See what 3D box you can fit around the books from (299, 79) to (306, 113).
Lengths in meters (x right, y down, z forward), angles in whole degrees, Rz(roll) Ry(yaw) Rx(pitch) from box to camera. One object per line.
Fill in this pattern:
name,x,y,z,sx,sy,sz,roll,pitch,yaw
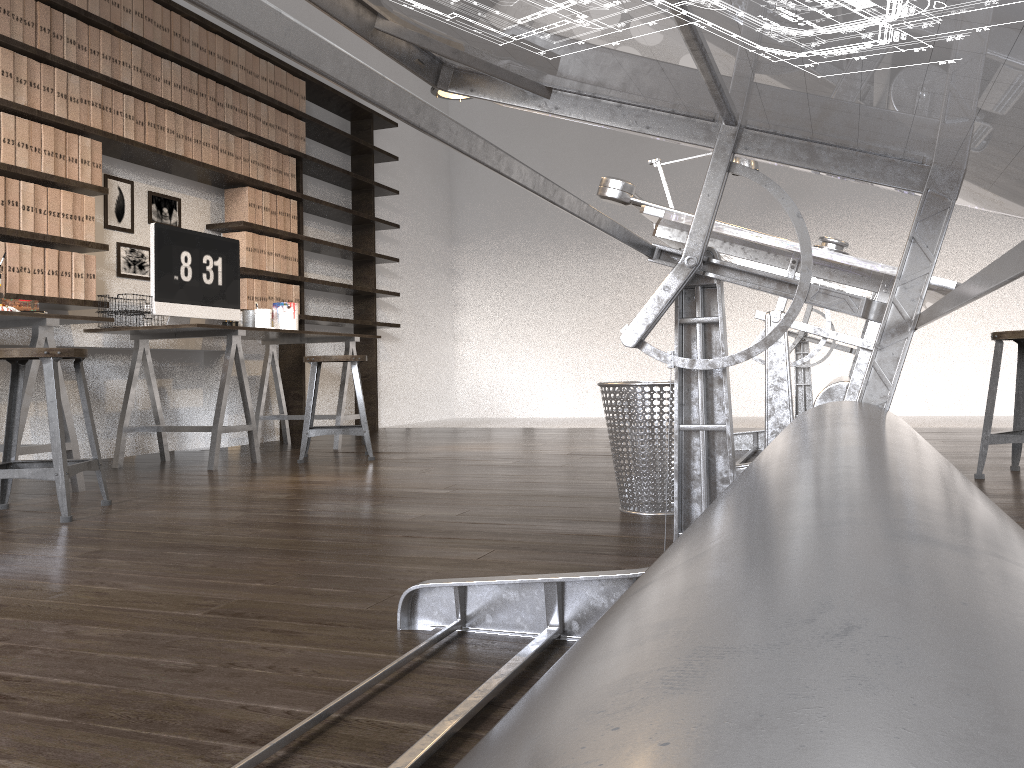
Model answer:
books,-1.468,-1.903,5.905,0.174,0.226,0.066,-2,-2,21

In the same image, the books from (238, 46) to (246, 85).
books,-1.688,-1.892,5.313,0.174,0.226,0.067,-2,-2,20

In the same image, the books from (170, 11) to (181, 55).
books,-1.884,-1.882,4.791,0.174,0.226,0.067,-2,-2,21

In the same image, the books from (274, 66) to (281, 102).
books,-1.562,-1.898,5.644,0.174,0.226,0.067,-2,-2,21

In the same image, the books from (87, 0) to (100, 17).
books,-2.080,-1.871,4.270,0.174,0.226,0.067,-2,-2,21

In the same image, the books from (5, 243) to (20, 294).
books,-2.203,-0.486,3.800,0.174,0.226,0.067,-2,-2,21

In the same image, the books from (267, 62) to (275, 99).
books,-1.587,-1.897,5.577,0.174,0.226,0.066,-2,-2,20

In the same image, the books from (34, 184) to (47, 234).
books,-2.165,-0.766,3.949,0.174,0.226,0.066,-2,-2,21

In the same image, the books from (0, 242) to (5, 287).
books,-2.229,-0.485,3.732,0.174,0.226,0.066,-2,-2,20

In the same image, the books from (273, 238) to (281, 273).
books,-1.547,-0.798,5.572,0.174,0.226,0.066,-2,-2,21

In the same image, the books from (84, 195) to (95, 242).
books,-2.068,-0.771,4.199,0.174,0.226,0.066,-2,-2,21

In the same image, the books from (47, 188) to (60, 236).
books,-2.140,-0.768,4.015,0.174,0.226,0.066,-2,-2,21

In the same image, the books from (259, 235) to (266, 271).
books,-1.604,-0.796,5.442,0.174,0.226,0.066,-2,-2,20

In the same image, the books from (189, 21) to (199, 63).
books,-1.833,-1.884,4.929,0.174,0.226,0.066,-2,-2,20

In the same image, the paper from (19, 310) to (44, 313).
paper,-1.878,-0.271,3.447,0.137,0.038,0.155,-1,1,35

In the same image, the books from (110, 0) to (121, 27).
books,-2.037,-1.874,4.403,0.174,0.226,0.066,-2,-2,20

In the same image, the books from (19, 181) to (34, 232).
books,-2.186,-0.765,3.881,0.174,0.226,0.066,-2,-2,20

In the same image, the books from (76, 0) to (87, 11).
books,-2.108,-1.870,4.203,0.174,0.226,0.066,-2,-2,20

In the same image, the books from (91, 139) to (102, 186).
books,-2.061,-1.047,4.254,0.174,0.226,0.066,-2,-2,21

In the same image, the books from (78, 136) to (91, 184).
books,-2.081,-1.046,4.186,0.174,0.226,0.066,-2,-2,21

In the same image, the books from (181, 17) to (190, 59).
books,-1.863,-1.883,4.864,0.174,0.226,0.066,-2,-2,20

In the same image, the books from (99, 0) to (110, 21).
books,-2.059,-1.873,4.337,0.174,0.226,0.066,-2,-2,20

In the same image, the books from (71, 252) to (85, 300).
books,-2.083,-0.493,4.127,0.174,0.226,0.066,-2,-2,21

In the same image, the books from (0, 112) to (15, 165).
books,-2.225,-1.039,3.801,0.174,0.226,0.067,-2,-2,21

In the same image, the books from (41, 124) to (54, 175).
books,-2.153,-1.042,3.990,0.174,0.226,0.067,-2,-2,21

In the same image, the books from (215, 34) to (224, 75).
books,-1.758,-1.888,5.124,0.174,0.226,0.067,-2,-2,20

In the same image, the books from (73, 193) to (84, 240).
books,-2.091,-0.770,4.140,0.174,0.226,0.066,-2,-2,21

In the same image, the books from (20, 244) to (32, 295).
books,-2.185,-0.487,3.861,0.174,0.226,0.066,-2,-2,20

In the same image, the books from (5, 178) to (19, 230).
books,-2.215,-0.764,3.816,0.174,0.226,0.066,-2,-2,20

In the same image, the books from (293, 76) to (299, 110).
books,-1.496,-1.902,5.841,0.174,0.226,0.066,-2,-2,20

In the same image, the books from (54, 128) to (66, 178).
books,-2.135,-1.044,4.055,0.174,0.226,0.066,-2,-2,20

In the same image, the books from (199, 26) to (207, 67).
books,-1.812,-1.885,4.996,0.174,0.226,0.066,-2,-2,21

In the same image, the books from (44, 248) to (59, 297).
books,-2.133,-0.490,3.990,0.174,0.226,0.067,-2,-2,20

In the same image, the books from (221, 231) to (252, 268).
books,-1.648,-0.793,5.309,0.174,0.226,0.067,-2,-2,21

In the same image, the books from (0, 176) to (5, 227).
books,-2.236,-0.763,3.744,0.174,0.226,0.067,-2,-2,21

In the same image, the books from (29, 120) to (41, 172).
books,-2.181,-1.041,3.929,0.174,0.226,0.066,-2,-2,20

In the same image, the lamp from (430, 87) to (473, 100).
lamp,-0.333,-2.788,5.092,0.310,2.257,0.312,1,-3,-45

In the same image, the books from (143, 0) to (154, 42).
books,-1.954,-1.878,4.601,0.174,0.226,0.067,-2,-2,20

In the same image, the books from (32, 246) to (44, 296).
books,-2.165,-0.489,3.923,0.174,0.226,0.066,-2,-2,21

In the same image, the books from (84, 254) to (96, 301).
books,-2.062,-0.494,4.195,0.174,0.226,0.066,-2,-2,20

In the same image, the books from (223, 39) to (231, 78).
books,-1.739,-1.889,5.188,0.174,0.226,0.066,-2,-2,21

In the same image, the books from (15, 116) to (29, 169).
books,-2.202,-1.040,3.870,0.174,0.226,0.066,-2,-2,20

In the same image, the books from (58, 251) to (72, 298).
books,-2.112,-0.491,4.062,0.174,0.226,0.066,-2,-2,21

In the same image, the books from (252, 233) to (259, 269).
books,-1.627,-0.794,5.376,0.174,0.226,0.066,-2,-2,20

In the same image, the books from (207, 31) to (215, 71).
books,-1.787,-1.887,5.063,0.174,0.226,0.066,-2,-2,21

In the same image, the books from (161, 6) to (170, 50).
books,-1.915,-1.880,4.724,0.174,0.226,0.066,-2,-2,20

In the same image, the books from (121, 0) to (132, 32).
books,-2.008,-1.875,4.467,0.174,0.226,0.066,-2,-2,21

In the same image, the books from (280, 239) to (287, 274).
books,-1.524,-0.800,5.634,0.174,0.226,0.067,-2,-2,20

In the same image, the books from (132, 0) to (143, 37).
books,-1.980,-1.877,4.534,0.174,0.226,0.066,-2,-2,21

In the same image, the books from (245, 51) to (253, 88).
books,-1.667,-1.893,5.380,0.174,0.226,0.066,-2,-2,21

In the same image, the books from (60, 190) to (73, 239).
books,-2.110,-0.769,4.076,0.174,0.226,0.067,-2,-2,20

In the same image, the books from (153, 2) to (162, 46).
books,-1.936,-1.879,4.662,0.174,0.226,0.066,-2,-2,21

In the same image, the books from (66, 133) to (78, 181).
books,-2.110,-1.045,4.122,0.174,0.226,0.066,-2,-2,20

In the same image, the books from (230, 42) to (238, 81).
books,-1.715,-1.890,5.246,0.174,0.226,0.066,-2,-2,21

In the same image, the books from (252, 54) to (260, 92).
books,-1.644,-1.894,5.446,0.174,0.226,0.066,-2,-2,21
